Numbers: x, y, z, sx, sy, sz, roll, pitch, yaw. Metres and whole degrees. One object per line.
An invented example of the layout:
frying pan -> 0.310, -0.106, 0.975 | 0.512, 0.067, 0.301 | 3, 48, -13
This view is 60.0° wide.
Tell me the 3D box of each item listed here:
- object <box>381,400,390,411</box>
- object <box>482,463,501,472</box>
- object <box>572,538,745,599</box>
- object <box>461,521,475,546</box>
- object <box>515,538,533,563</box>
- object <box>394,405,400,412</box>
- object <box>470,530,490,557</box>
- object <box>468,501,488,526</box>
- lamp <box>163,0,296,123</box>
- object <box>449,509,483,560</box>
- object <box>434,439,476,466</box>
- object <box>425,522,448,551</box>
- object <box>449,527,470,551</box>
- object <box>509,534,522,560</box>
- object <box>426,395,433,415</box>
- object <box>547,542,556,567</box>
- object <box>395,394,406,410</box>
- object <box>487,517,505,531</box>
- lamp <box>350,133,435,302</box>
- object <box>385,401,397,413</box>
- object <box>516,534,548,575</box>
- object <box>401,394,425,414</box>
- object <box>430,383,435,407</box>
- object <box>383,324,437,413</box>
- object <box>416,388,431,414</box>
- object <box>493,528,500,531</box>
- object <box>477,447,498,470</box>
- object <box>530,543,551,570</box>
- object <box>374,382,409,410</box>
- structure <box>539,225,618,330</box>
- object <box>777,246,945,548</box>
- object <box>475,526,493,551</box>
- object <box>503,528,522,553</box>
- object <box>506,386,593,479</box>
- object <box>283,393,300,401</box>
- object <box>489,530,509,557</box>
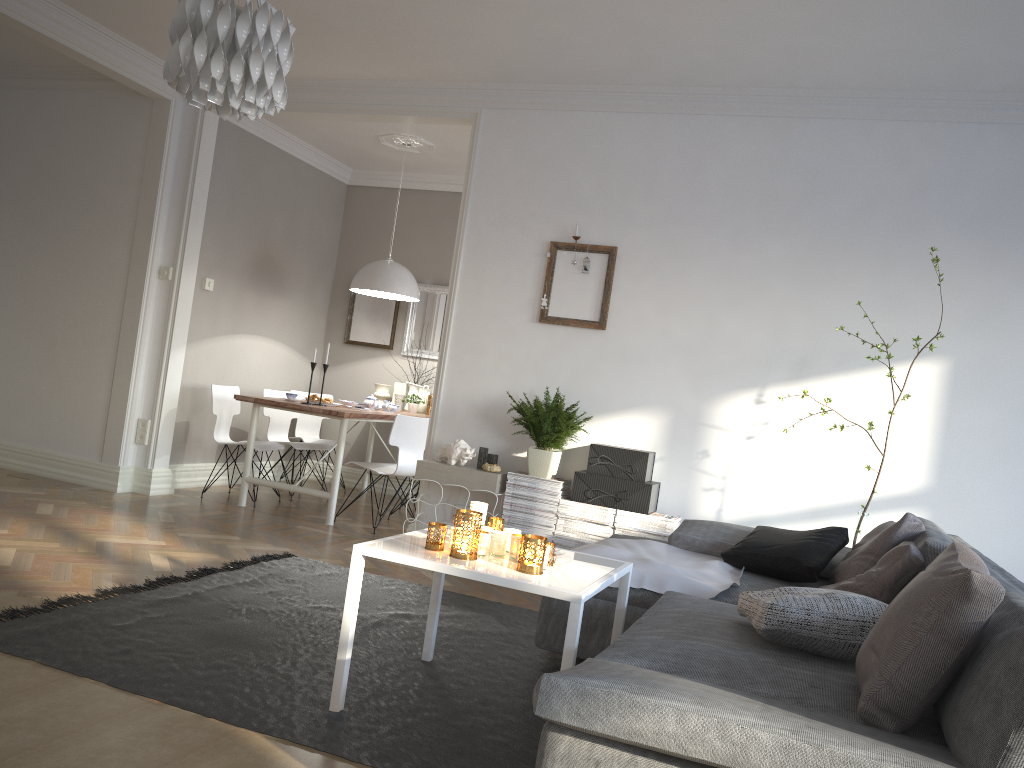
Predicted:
object -> -0.966, 0.166, 6.805 | 0.072, 0.086, 0.086 | 8, 0, -15
object -> -0.110, 0.463, 4.901 | 0.099, 0.046, 0.104 | 9, -1, -24
object -> 0.532, 0.892, 3.573 | 0.725, 0.437, 0.812 | 8, -1, 18
object -> -0.145, 0.494, 2.922 | 0.060, 0.073, 0.060 | 8, 0, 0
object -> 0.041, 0.519, 2.748 | 0.060, 0.073, 0.060 | 8, 0, 45
object -> -0.929, 0.188, 6.968 | 0.116, 0.056, 0.116 | 8, -1, -8
object -> -0.103, 0.498, 2.773 | 0.060, 0.073, 0.060 | 8, 0, 9
object -> -0.112, 0.425, 2.900 | 0.060, 0.073, 0.060 | 8, 0, 36
lamp -> -0.789, -1.340, 2.649 | 0.355, 1.065, 0.354 | 8, 0, -28
object -> -0.141, 0.458, 2.701 | 0.090, 0.140, 0.087 | 8, 0, -10
object -> -0.314, 0.383, 4.998 | 0.137, 0.150, 0.310 | 8, 0, -40
object -> -0.236, 0.475, 2.761 | 0.060, 0.079, 0.060 | 8, 0, 10
object -> -0.167, 0.489, 2.770 | 0.060, 0.073, 0.060 | 8, 0, 9
object -> 0.022, 0.517, 2.810 | 0.060, 0.073, 0.060 | 8, 0, 45
object -> -0.660, 0.178, 7.375 | 0.095, 0.163, 0.095 | 8, 0, -30
object -> 0.114, 0.533, 2.775 | 0.054, 0.068, 0.047 | 8, 0, -20
object -> -0.951, 0.154, 7.478 | 0.094, 0.132, 0.097 | 8, 0, -14
object -> -0.059, 0.505, 3.073 | 0.060, 0.079, 0.060 | 8, 0, 14
lamp -> -0.880, -1.257, 6.723 | 0.529, 1.182, 0.530 | 8, 0, 27
object -> -0.914, 0.173, 6.720 | 0.090, 0.086, 0.090 | 8, 0, -25
object -> 0.060, 0.504, 2.627 | 0.080, 0.104, 0.080 | 8, 0, 10
object -> -0.802, 0.157, 7.241 | 0.178, 0.162, 0.169 | 8, 0, -30
object -> -0.648, 0.113, 7.542 | 0.091, 0.301, 0.091 | 8, 0, -27
object -> -0.765, -0.147, 7.468 | 0.698, 0.781, 0.352 | 8, 0, 2
object -> -0.745, 0.144, 7.447 | 0.114, 0.209, 0.113 | 8, 0, 20
object -> -0.068, 0.513, 2.952 | 0.052, 0.058, 0.050 | 8, 0, -11
object -> -0.136, 0.416, 4.999 | 0.123, 0.134, 0.062 | 8, 0, -29
object -> 0.084, 0.524, 2.696 | 0.060, 0.073, 0.060 | 8, 0, -18
object -> -1.046, 0.092, 7.599 | 0.310, 0.228, 0.172 | 8, 0, -27
structure -> 0.374, -0.611, 4.996 | 0.398, 0.574, 0.053 | 8, 0, 17
object -> 1.578, 0.139, 4.107 | 0.776, 1.674, 0.339 | 8, 0, -21
object -> -0.095, 0.501, 2.879 | 0.060, 0.073, 0.060 | 8, 0, 0
object -> -0.003, 0.514, 2.909 | 0.060, 0.073, 0.060 | 8, 0, 45
object -> 0.179, 0.268, 4.845 | 0.437, 0.527, 0.368 | 8, 0, 20
object -> -1.534, 0.091, 6.182 | 0.116, 0.056, 0.137 | 9, -1, -40
object -> -0.043, 0.507, 2.820 | 0.060, 0.073, 0.060 | 8, 0, -24
